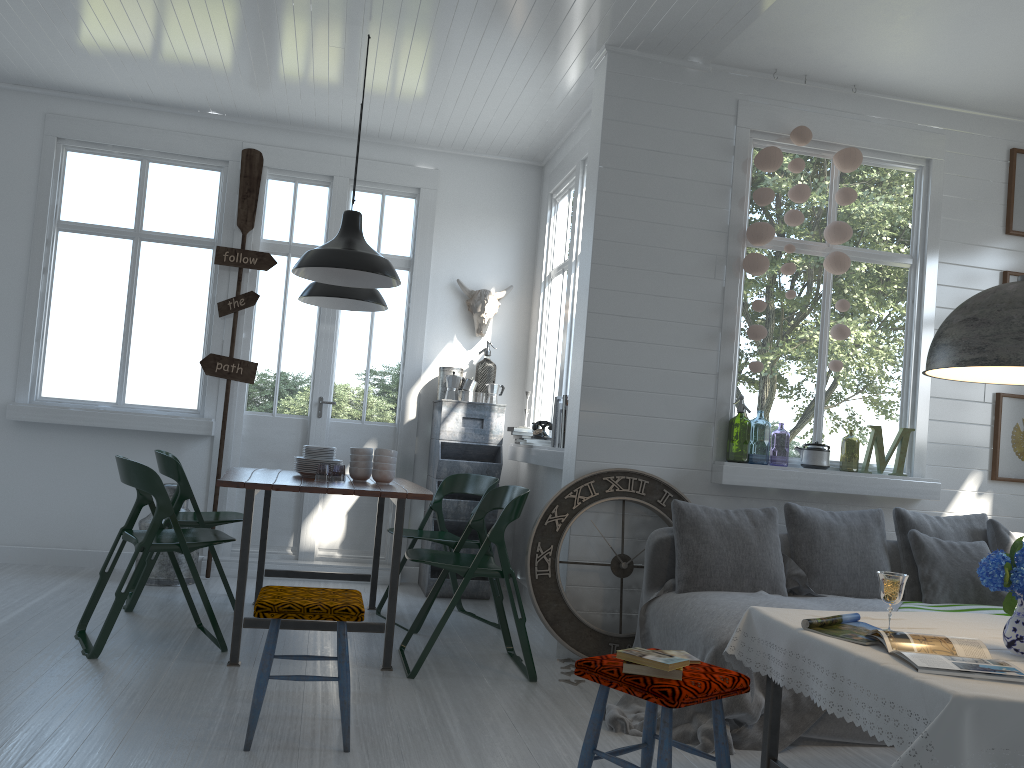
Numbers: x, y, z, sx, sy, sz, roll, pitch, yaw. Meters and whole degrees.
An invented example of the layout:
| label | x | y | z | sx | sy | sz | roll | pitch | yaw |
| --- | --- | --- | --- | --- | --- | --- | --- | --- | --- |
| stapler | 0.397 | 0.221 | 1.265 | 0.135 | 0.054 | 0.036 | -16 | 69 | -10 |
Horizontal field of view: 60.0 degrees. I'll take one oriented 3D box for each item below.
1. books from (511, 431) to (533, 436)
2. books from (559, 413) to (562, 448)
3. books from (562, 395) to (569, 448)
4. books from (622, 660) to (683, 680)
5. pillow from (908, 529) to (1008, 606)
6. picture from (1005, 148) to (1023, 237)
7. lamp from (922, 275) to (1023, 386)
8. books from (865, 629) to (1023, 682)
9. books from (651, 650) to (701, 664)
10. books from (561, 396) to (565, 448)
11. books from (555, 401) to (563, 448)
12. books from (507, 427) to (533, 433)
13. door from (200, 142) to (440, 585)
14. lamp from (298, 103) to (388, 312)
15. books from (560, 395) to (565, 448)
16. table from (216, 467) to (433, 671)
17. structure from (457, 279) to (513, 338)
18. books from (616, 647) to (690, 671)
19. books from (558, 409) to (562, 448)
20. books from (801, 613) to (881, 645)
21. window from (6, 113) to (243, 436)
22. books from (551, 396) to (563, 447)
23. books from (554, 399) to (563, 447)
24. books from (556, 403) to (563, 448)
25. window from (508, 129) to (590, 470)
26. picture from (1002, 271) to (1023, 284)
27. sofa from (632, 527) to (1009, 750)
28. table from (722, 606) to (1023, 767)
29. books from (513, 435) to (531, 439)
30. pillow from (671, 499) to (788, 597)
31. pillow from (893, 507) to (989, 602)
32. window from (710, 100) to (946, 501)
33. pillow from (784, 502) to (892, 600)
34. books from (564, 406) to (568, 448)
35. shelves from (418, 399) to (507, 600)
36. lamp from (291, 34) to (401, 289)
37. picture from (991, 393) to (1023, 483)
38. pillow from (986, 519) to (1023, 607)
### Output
| label | x | y | z | sx | sy | sz | roll | pitch | yaw |
| --- | --- | --- | --- | --- | --- | --- | --- | --- | --- |
| books | 0.128 | 0.396 | 6.974 | 0.262 | 0.028 | 0.320 | 5 | -4 | -2 |
| books | 0.380 | 0.312 | 5.833 | 0.122 | 0.240 | 0.054 | 5 | -3 | -12 |
| books | 0.435 | 0.255 | 5.775 | 0.204 | 0.354 | 0.063 | 5 | -3 | -12 |
| books | 0.442 | 0.888 | 2.785 | 0.182 | 0.030 | 0.129 | 4 | -4 | 10 |
| pillow | 2.516 | 1.071 | 5.056 | 0.528 | 0.445 | 0.278 | 5 | -3 | 3 |
| picture | 3.593 | -1.263 | 5.976 | 0.556 | 0.579 | 0.036 | 5 | -3 | -12 |
| lamp | 1.741 | -1.039 | 2.917 | 0.601 | 2.043 | 0.600 | 7 | -4 | -41 |
| books | 1.254 | 0.777 | 2.588 | 0.300 | 0.049 | 0.423 | 5 | -4 | 3 |
| books | 0.519 | 0.916 | 2.980 | 0.189 | 0.012 | 0.133 | 6 | -4 | -14 |
| books | 0.427 | 0.257 | 5.805 | 0.194 | 0.352 | 0.070 | 5 | -3 | -12 |
| books | 0.398 | 0.282 | 5.932 | 0.199 | 0.314 | 0.025 | 5 | -3 | -12 |
| books | 0.103 | 0.365 | 6.981 | 0.236 | 0.035 | 0.297 | 5 | -4 | -10 |
| door | -1.536 | -0.160 | 7.252 | 1.610 | 3.477 | 0.254 | 5 | -3 | -12 |
| lamp | -1.169 | -1.325 | 6.507 | 0.650 | 1.498 | 0.651 | 3 | -3 | 33 |
| books | 0.420 | 0.257 | 5.827 | 0.194 | 0.354 | 0.049 | 5 | -3 | -12 |
| table | -1.166 | 1.030 | 5.351 | 1.171 | 0.929 | 1.696 | 6 | -3 | -14 |
| structure | -0.241 | -0.634 | 7.491 | 0.491 | 0.470 | 0.189 | 5 | -3 | -9 |
| books | 0.442 | 0.862 | 2.790 | 0.189 | 0.022 | 0.133 | 2 | -5 | 39 |
| books | 0.378 | 0.303 | 5.864 | 0.137 | 0.262 | 0.056 | 5 | -3 | -12 |
| books | 1.122 | 0.790 | 2.868 | 0.300 | 0.043 | 0.229 | 7 | -5 | -37 |
| window | -3.000 | -0.850 | 6.971 | 1.482 | 2.396 | 0.254 | 5 | -3 | -12 |
| books | 0.378 | 0.268 | 6.024 | 0.195 | 0.351 | 0.065 | 5 | -3 | -12 |
| books | 0.387 | 0.274 | 5.962 | 0.187 | 0.333 | 0.060 | 5 | -3 | -12 |
| books | 0.403 | 0.286 | 5.910 | 0.194 | 0.305 | 0.040 | 5 | -3 | -12 |
| window | 0.375 | -0.605 | 6.443 | 0.254 | 2.396 | 1.874 | 5 | -3 | -11 |
| picture | 3.525 | -0.438 | 5.938 | 0.556 | 0.579 | 0.036 | 5 | -3 | -12 |
| sofa | 2.666 | 1.312 | 3.703 | 3.395 | 0.898 | 3.409 | 5 | -4 | -12 |
| table | 1.608 | 1.206 | 2.841 | 1.671 | 0.724 | 1.328 | 5 | -3 | -10 |
| books | 0.158 | 0.428 | 6.990 | 0.236 | 0.028 | 0.299 | 6 | -4 | -14 |
| pillow | 1.189 | 0.918 | 4.843 | 0.639 | 0.521 | 0.279 | 5 | -3 | -12 |
| pillow | 2.563 | 1.029 | 5.209 | 0.639 | 0.560 | 0.279 | 5 | -3 | -11 |
| window | 2.047 | -0.520 | 5.611 | 1.482 | 2.396 | 0.254 | 5 | -3 | -12 |
| pillow | 1.880 | 0.962 | 5.080 | 0.641 | 0.520 | 0.280 | 5 | -3 | -11 |
| books | 0.426 | 0.288 | 5.739 | 0.166 | 0.282 | 0.061 | 5 | -3 | -12 |
| shelves | -0.407 | 0.905 | 7.107 | 0.513 | 1.514 | 0.679 | 5 | -3 | -12 |
| lamp | -0.929 | -1.379 | 5.352 | 0.650 | 1.498 | 0.650 | 5 | -3 | -15 |
| picture | 3.458 | 0.371 | 5.901 | 0.556 | 0.579 | 0.036 | 5 | -3 | -12 |
| pillow | 3.070 | 1.079 | 5.254 | 0.616 | 0.525 | 0.344 | 5 | -3 | -13 |
